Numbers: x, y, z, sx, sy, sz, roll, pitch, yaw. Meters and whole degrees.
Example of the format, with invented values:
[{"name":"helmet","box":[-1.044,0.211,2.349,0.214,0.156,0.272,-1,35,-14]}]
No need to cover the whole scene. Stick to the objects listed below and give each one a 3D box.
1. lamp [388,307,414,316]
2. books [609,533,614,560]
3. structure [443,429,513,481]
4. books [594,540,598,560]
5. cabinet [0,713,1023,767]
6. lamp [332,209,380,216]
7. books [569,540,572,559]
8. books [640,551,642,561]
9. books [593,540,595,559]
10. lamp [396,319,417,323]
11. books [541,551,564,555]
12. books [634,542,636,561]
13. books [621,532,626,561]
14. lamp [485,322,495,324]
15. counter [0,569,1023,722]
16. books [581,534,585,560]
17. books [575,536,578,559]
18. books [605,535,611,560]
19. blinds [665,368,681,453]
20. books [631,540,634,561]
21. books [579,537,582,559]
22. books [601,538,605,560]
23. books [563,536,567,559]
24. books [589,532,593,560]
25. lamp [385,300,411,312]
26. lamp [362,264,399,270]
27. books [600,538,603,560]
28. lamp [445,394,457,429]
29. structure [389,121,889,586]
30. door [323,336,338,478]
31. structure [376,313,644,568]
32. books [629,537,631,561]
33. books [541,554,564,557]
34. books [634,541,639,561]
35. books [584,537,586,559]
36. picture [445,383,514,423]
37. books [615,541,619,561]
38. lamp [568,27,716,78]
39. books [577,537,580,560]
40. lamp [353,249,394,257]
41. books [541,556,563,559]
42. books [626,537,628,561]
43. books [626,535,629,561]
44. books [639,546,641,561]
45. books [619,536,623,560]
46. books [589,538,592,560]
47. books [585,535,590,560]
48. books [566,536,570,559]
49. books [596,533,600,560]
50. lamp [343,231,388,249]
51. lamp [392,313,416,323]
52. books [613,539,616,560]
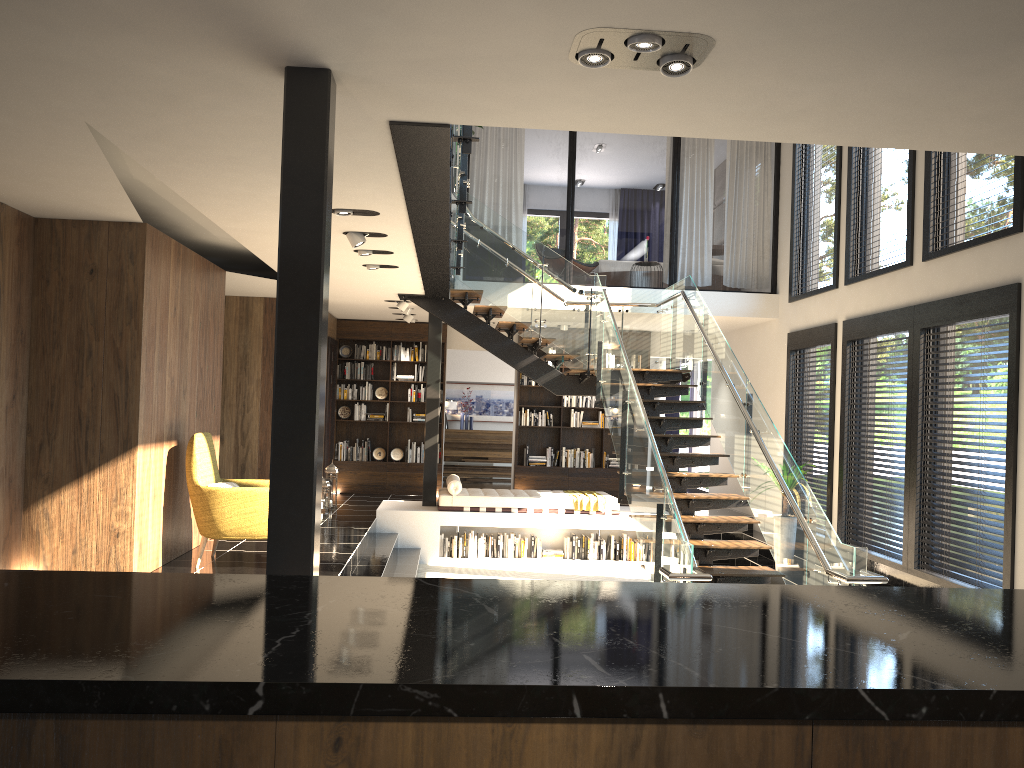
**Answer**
[{"name":"lamp","box":[-1.491,-1.039,11.937,0.346,0.231,0.195,2,-1,-4]},{"name":"books","box":[1.261,2.067,11.253,0.027,0.312,0.189,2,-1,-4]},{"name":"structure","box":[-0.315,1.398,17.429,6.276,0.981,0.886,2,-1,-4]},{"name":"books","box":[1.056,2.100,11.242,0.028,0.231,0.158,2,-1,-4]},{"name":"cabinet","box":[0.710,0.957,1.520,3.564,0.994,0.698,2,-1,-4]},{"name":"lamp","box":[-1.073,-1.229,6.055,0.346,0.158,0.195,2,-1,-4]},{"name":"books","box":[0.729,2.092,11.226,0.027,0.226,0.165,2,-1,-4]},{"name":"books","box":[1.629,2.093,11.282,0.039,0.284,0.200,2,-1,-4]},{"name":"books","box":[1.028,2.102,11.258,0.026,0.226,0.132,2,-1,-4]},{"name":"lamp","box":[-1.600,-1.026,13.487,0.346,0.177,0.195,2,-1,-4]},{"name":"books","box":[0.509,2.137,11.218,0.274,0.025,0.156,2,-2,-7]},{"name":"books","box":[1.552,2.125,11.277,0.022,0.216,0.137,2,-1,-4]},{"name":"books","box":[1.413,2.060,11.247,0.028,0.334,0.205,2,-1,-4]},{"name":"lamp","box":[-0.353,-0.992,13.587,0.195,0.158,0.346,2,-1,-4]},{"name":"counter","box":[0.729,0.438,1.528,3.573,0.041,0.698,2,-2,-4]},{"name":"books","box":[0.893,2.058,11.229,0.035,0.305,0.151,2,-1,-4]},{"name":"books","box":[0.801,2.065,11.237,0.030,0.284,0.176,2,-1,-4]},{"name":"books","box":[1.213,2.075,11.263,0.066,0.293,0.142,2,-1,-4]},{"name":"blinds","box":[3.031,0.647,16.908,0.161,2.770,1.080,2,-1,-6]},{"name":"books","box":[1.508,2.106,11.240,0.025,0.249,0.208,2,-1,-4]},{"name":"books","box":[0.861,2.075,11.223,0.029,0.268,0.146,2,-1,-4]},{"name":"books","box":[1.149,2.090,11.229,0.019,0.256,0.186,2,-1,-4]},{"name":"books","box":[0.673,2.072,11.234,0.026,0.263,0.156,2,-1,-4]},{"name":"books","box":[1.003,2.051,11.249,0.029,0.326,0.153,2,-1,-4]},{"name":"lamp","box":[-1.436,-1.044,11.165,0.346,0.262,0.195,2,-1,-4]},{"name":"lamp","box":[-1.239,-1.159,8.376,0.346,0.177,0.195,2,-1,-4]},{"name":"books","box":[1.122,2.091,11.227,0.036,0.253,0.178,2,-1,-4]},{"name":"lamp","box":[-1.310,0.532,17.306,0.470,0.725,0.470,2,-1,-12]},{"name":"structure","box":[0.568,0.144,7.812,3.447,4.867,7.281,2,-1,-5]},{"name":"door","box":[-2.740,0.502,13.169,0.104,2.347,0.931,2,-1,-4]},{"name":"structure","box":[0.216,0.645,11.580,3.782,3.244,1.149,2,-1,-4]},{"name":"books","box":[1.482,2.088,11.262,0.025,0.285,0.164,2,-1,-4]},{"name":"books","box":[0.508,2.161,11.212,0.261,0.024,0.167,2,-2,-7]},{"name":"books","box":[1.578,2.110,11.246,0.024,0.246,0.212,2,-1,-4]},{"name":"books","box":[0.920,2.077,11.265,0.026,0.270,0.128,2,-1,-4]},{"name":"picture","box":[0.118,0.399,17.663,3.543,0.748,0.035,2,-1,-4]},{"name":"books","box":[1.320,2.110,11.239,0.032,0.229,0.228,2,-1,-4]},{"name":"lamp","box":[0.464,-1.258,3.200,0.501,0.194,0.349,2,-1,-4]},{"name":"books","box":[0.832,2.073,11.213,0.029,0.268,0.173,2,-1,-4]},{"name":"lamp","box":[-1.184,-1.179,7.602,0.346,0.177,0.195,2,-1,-4]},{"name":"books","box":[0.508,2.185,11.212,0.257,0.024,0.167,2,-2,-4]},{"name":"books","box":[1.437,2.087,11.258,0.023,0.283,0.175,2,-1,-4]},{"name":"books","box":[1.459,2.078,11.263,0.021,0.302,0.167,2,-1,-4]},{"name":"books","box":[1.600,2.110,11.253,0.021,0.248,0.198,2,-1,-4]},{"name":"books","box":[1.383,2.085,11.278,0.026,0.284,0.177,2,-1,-4]},{"name":"books","box":[0.975,2.077,11.227,0.027,0.270,0.188,2,-1,-4]},{"name":"books","box":[0.951,2.068,11.204,0.026,0.287,0.204,2,-1,-4]},{"name":"books","box":[0.703,2.067,11.209,0.030,0.273,0.168,2,-1,-4]},{"name":"books","box":[1.088,2.058,11.241,0.033,0.318,0.152,2,-1,-4]},{"name":"lamp","box":[-1.130,-1.164,6.829,0.346,0.247,0.195,2,-1,-4]},{"name":"lamp","box":[-1.546,-1.004,12.710,0.346,0.262,0.195,2,-1,-4]},{"name":"books","box":[1.287,2.096,11.268,0.030,0.256,0.160,2,-1,-4]}]
